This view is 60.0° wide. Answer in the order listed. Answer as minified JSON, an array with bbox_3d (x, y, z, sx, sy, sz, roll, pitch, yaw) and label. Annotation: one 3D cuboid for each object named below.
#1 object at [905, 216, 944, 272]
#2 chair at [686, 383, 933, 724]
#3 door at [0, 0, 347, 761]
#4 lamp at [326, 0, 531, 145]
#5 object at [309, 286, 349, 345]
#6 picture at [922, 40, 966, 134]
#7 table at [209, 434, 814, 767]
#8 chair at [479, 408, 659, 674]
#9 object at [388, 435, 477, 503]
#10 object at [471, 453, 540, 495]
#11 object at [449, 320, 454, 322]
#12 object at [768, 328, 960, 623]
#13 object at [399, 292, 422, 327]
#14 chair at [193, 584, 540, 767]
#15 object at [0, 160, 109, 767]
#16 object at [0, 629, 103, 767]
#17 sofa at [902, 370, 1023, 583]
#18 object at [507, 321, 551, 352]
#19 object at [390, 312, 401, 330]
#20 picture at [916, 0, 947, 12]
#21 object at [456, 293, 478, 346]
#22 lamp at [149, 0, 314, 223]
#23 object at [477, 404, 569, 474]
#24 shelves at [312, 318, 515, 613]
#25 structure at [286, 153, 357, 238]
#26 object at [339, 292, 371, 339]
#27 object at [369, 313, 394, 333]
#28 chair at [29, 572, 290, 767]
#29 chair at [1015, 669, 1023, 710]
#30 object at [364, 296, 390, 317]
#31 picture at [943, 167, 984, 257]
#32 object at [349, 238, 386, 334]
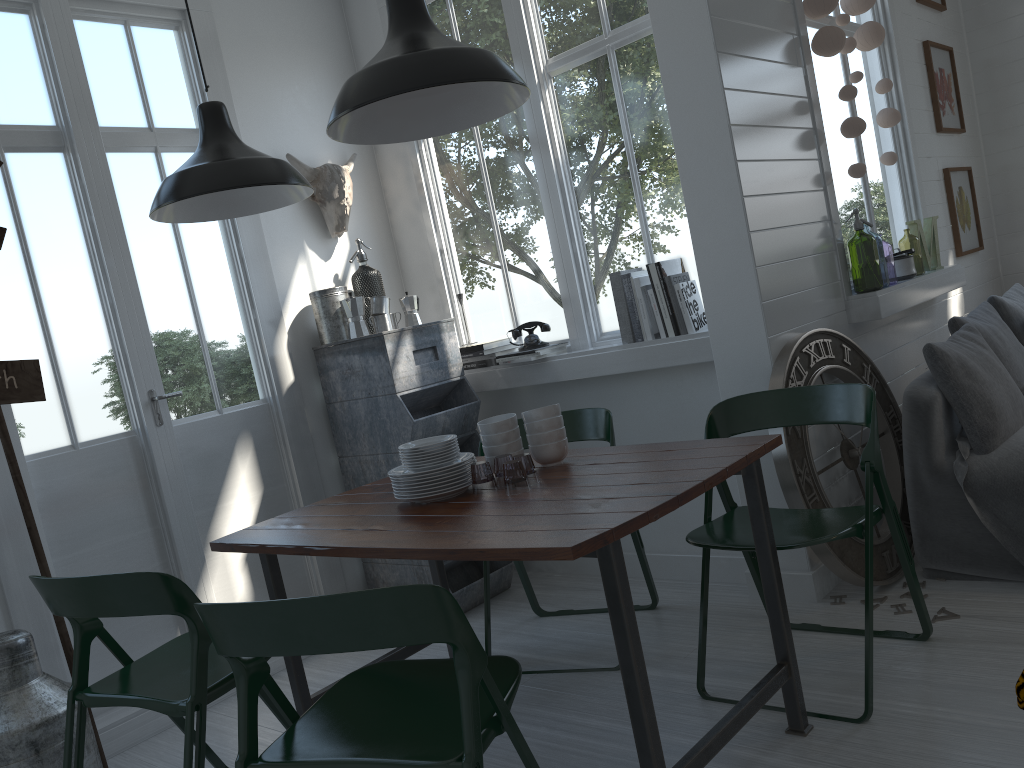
[{"bbox_3d":[2.389,-0.800,5.135,0.329,0.312,0.052,-15,6,-37],"label":"object"},{"bbox_3d":[1.002,0.553,3.163,0.652,1.008,0.728,-7,7,42],"label":"chair"},{"bbox_3d":[-1.724,-0.234,4.105,0.254,3.486,1.605,-7,7,42],"label":"door"},{"bbox_3d":[-0.412,-1.574,2.716,0.651,1.501,0.648,-8,7,39],"label":"lamp"},{"bbox_3d":[-0.967,-0.369,4.805,0.205,0.290,0.205,-7,7,44],"label":"object"},{"bbox_3d":[2.875,-1.960,5.886,0.036,0.581,0.554,-7,7,42],"label":"picture"},{"bbox_3d":[-0.012,0.800,3.007,1.697,0.931,1.168,-8,6,40],"label":"table"},{"bbox_3d":[0.190,0.665,3.909,0.652,1.008,0.728,-10,5,22],"label":"chair"},{"bbox_3d":[-0.268,0.289,3.017,0.305,0.195,0.300,-13,5,-11],"label":"object"},{"bbox_3d":[-0.013,0.292,2.904,0.171,0.098,0.241,-16,6,-43],"label":"object"},{"bbox_3d":[-0.323,-0.223,5.112,0.095,0.289,0.095,-15,6,-29],"label":"object"},{"bbox_3d":[1.542,0.301,3.873,0.585,1.140,1.108,-9,6,28],"label":"object"},{"bbox_3d":[-0.559,-0.412,4.879,0.102,0.196,0.161,-12,5,1],"label":"object"},{"bbox_3d":[-0.293,0.903,2.143,0.652,1.008,0.728,-10,5,22],"label":"chair"},{"bbox_3d":[-2.083,-0.096,3.508,0.412,3.426,0.361,-13,6,-15],"label":"object"},{"bbox_3d":[-1.770,1.262,3.217,0.451,0.726,0.449,-10,5,22],"label":"object"},{"bbox_3d":[3.981,-0.034,3.920,3.411,0.900,3.385,-8,6,42],"label":"sofa"},{"bbox_3d":[0.093,-0.258,4.742,0.170,0.146,0.204,-16,7,-44],"label":"object"},{"bbox_3d":[-0.673,-0.338,4.879,0.129,0.096,0.108,-12,5,2],"label":"object"},{"bbox_3d":[2.706,-2.770,5.809,0.036,0.581,0.554,-7,7,42],"label":"picture"},{"bbox_3d":[-0.264,-0.362,4.970,0.095,0.289,0.095,-15,6,-29],"label":"object"},{"bbox_3d":[-1.276,-1.455,3.512,0.650,1.501,0.649,-12,5,-2],"label":"lamp"},{"bbox_3d":[0.044,0.201,3.159,0.309,0.217,0.149,-13,5,-15],"label":"object"},{"bbox_3d":[-0.515,0.460,4.821,0.679,1.518,0.512,-7,7,42],"label":"shelves"},{"bbox_3d":[-0.989,-1.063,4.951,0.189,0.471,0.489,-7,7,45],"label":"structure"},{"bbox_3d":[-0.820,-0.367,4.698,0.130,0.250,0.205,-8,6,33],"label":"object"},{"bbox_3d":[-0.702,-0.321,4.737,0.129,0.096,0.108,-13,5,-18],"label":"object"},{"bbox_3d":[-1.082,1.012,2.868,0.652,1.008,0.728,-9,6,32],"label":"chair"},{"bbox_3d":[1.333,0.807,1.794,0.419,0.563,0.418,-7,7,42],"label":"chair"},{"bbox_3d":[-0.705,-0.413,4.741,0.108,0.126,0.129,-8,6,34],"label":"object"},{"bbox_3d":[3.041,-1.166,5.962,0.036,0.581,0.554,-7,7,42],"label":"picture"},{"bbox_3d":[-0.814,-0.552,5.019,0.171,0.552,0.172,-14,6,-22],"label":"object"}]
